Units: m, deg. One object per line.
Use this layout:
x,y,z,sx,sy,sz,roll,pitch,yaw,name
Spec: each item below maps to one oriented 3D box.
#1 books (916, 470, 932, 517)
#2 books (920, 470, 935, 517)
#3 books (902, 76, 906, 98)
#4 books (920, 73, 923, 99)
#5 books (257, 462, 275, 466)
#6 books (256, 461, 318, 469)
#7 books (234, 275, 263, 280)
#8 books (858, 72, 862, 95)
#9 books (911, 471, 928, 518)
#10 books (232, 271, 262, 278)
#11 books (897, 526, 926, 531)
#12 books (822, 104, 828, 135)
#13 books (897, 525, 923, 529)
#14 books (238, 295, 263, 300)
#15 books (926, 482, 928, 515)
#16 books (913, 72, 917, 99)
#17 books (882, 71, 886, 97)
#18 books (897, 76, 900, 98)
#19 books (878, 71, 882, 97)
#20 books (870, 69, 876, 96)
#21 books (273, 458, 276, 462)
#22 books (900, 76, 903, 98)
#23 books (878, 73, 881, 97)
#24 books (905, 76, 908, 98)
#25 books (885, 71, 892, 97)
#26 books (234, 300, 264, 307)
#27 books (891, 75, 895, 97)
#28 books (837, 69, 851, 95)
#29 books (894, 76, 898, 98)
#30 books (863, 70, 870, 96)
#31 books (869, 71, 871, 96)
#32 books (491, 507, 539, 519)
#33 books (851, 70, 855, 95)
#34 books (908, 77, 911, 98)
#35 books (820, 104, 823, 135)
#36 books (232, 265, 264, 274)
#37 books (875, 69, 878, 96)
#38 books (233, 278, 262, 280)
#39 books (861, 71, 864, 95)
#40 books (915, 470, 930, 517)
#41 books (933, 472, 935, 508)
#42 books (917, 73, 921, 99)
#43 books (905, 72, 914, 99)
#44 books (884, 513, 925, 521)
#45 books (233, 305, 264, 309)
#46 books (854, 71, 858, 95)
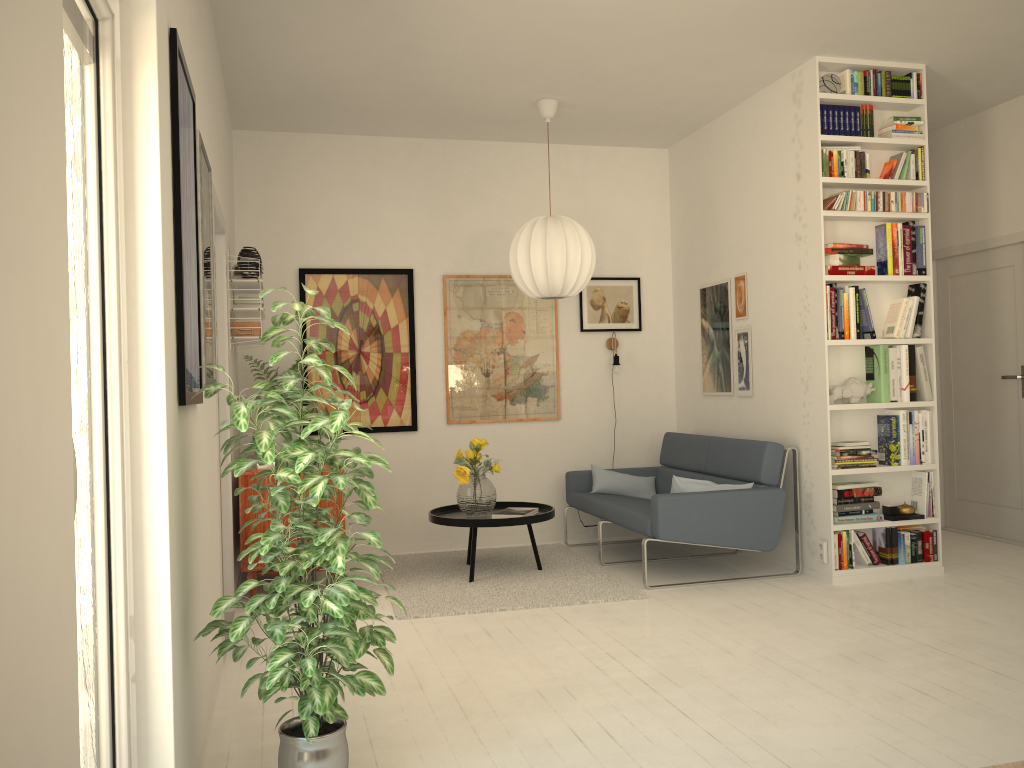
2.361,0.629,5.132,0.008,0.256,0.184,-1,0,-15,books
2.371,0.628,5.122,0.007,0.257,0.181,-1,0,-15,books
2.207,-1.682,5.102,0.017,0.130,0.150,-1,0,-15,books
2.303,-1.696,5.185,0.014,0.154,0.260,-1,0,-15,books
-1.248,0.426,4.879,0.296,0.015,0.240,-2,0,-15,books
-1.239,0.443,4.882,0.320,0.020,0.237,-2,0,-19,books
-1.553,-0.623,5.232,0.158,0.019,0.131,-2,0,-13,books
1.916,-1.674,5.077,0.025,0.131,0.253,-1,0,-15,books
2.323,0.631,5.128,0.034,0.257,0.209,-1,0,-15,books
-1.562,-0.644,5.224,0.155,0.024,0.136,-2,0,-22,books
2.250,0.825,5.091,0.193,0.012,0.130,-2,0,-15,books
1.713,-1.460,5.003,0.034,0.179,0.188,-1,0,-15,books
2.242,0.816,5.070,0.165,0.006,0.103,-2,0,-15,books
-1.628,-0.533,5.524,0.147,0.016,0.195,-2,0,-17,books
2.332,0.631,5.132,0.030,0.256,0.198,-1,0,-15,books
2.271,-1.695,5.158,0.020,0.156,0.229,-1,0,-15,books
2.072,-1.690,5.112,0.032,0.154,0.212,-1,0,-15,books
2.173,-1.681,5.093,0.017,0.130,0.150,-1,0,-15,books
2.055,-1.688,5.096,0.009,0.151,0.208,-1,0,-15,books
2.008,-1.689,5.092,0.024,0.156,0.227,-1,0,-15,books
-1.238,0.411,4.882,0.311,0.015,0.192,-2,0,-11,books
2.190,-1.681,5.098,0.017,0.130,0.150,-1,0,-15,books
2.044,-1.681,5.086,0.019,0.137,0.201,-1,0,-15,books
2.224,-1.682,5.107,0.017,0.130,0.150,-1,0,-15,books
2.107,-1.690,5.105,0.032,0.152,0.200,-1,0,-15,books
-1.634,-0.502,5.517,0.173,0.023,0.190,-2,0,-15,books
2.139,-1.680,5.084,0.017,0.130,0.150,-1,0,-15,books
1.865,-1.682,5.028,0.026,0.149,0.155,-1,0,-15,books
2.156,-1.680,5.089,0.017,0.130,0.150,-1,0,-15,books
1.966,-1.683,5.057,0.028,0.147,0.192,-1,0,-15,books
1.987,-1.685,5.079,0.024,0.148,0.188,-1,0,-15,books
0.021,0.775,5.308,0.200,0.031,0.289,-2,0,19,books
1.879,-1.681,5.050,0.013,0.146,0.208,-1,0,-15,books
2.241,-1.683,5.111,0.017,0.130,0.150,-1,0,-15,books
1.679,-1.459,4.994,0.034,0.179,0.188,-1,0,-15,books
-1.550,-0.675,5.222,0.178,0.036,0.145,-2,0,-22,books
2.027,-1.690,5.092,0.012,0.158,0.220,-1,0,-15,books
-1.560,-0.599,5.228,0.159,0.028,0.147,-2,0,-18,books
1.940,-1.680,5.069,0.018,0.141,0.206,-1,0,-15,books
2.350,0.631,5.100,0.033,0.258,0.130,-1,-1,-15,books
2.382,0.629,5.116,0.011,0.256,0.139,-1,-1,-15,books
2.292,-1.694,5.160,0.021,0.151,0.228,-1,0,-15,books
2.260,-1.694,5.116,0.019,0.157,0.150,-1,0,-15,books
2.204,0.751,5.027,0.215,0.023,0.130,-2,0,-15,books
-1.636,-0.469,5.514,0.168,0.021,0.197,-2,0,-12,books
1.903,-1.677,5.030,0.023,0.137,0.161,-1,0,-15,books
